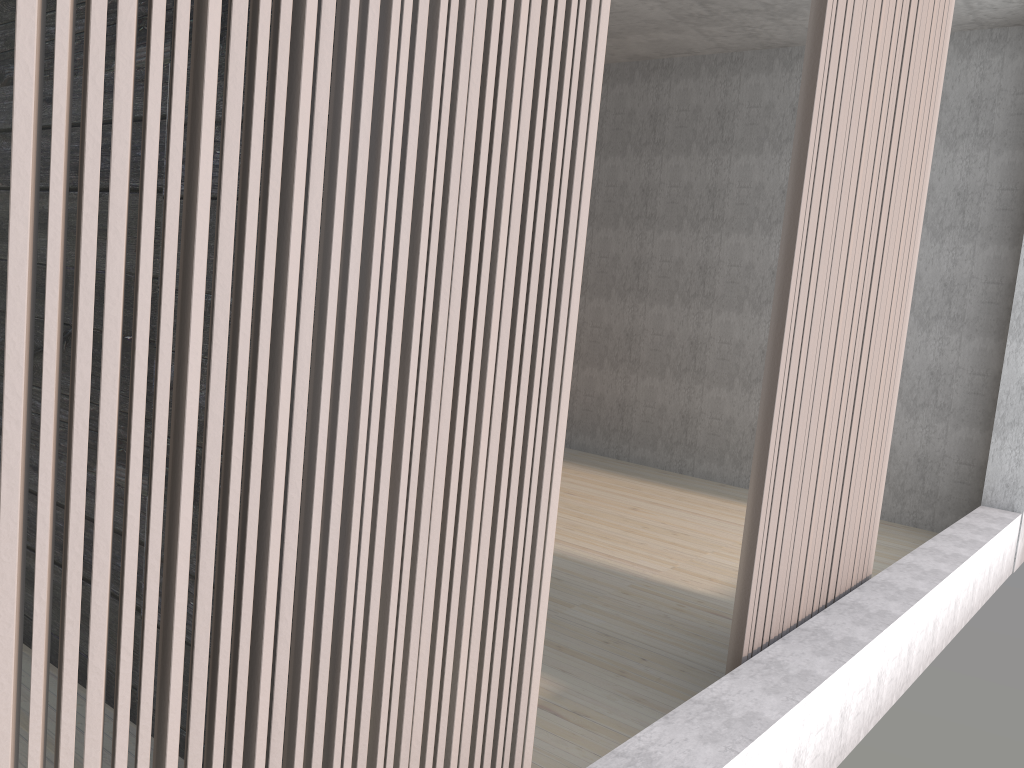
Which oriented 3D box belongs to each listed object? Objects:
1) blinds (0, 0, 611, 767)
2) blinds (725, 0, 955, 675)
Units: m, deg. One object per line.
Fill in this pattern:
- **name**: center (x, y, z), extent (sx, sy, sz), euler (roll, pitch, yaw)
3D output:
- **blinds**: center (-0.218, -0.361, 1.047), extent (0.069, 2.744, 1.133), euler (10, 8, 38)
- **blinds**: center (1.040, -0.416, 2.644), extent (0.069, 2.744, 1.133), euler (10, 8, 38)
